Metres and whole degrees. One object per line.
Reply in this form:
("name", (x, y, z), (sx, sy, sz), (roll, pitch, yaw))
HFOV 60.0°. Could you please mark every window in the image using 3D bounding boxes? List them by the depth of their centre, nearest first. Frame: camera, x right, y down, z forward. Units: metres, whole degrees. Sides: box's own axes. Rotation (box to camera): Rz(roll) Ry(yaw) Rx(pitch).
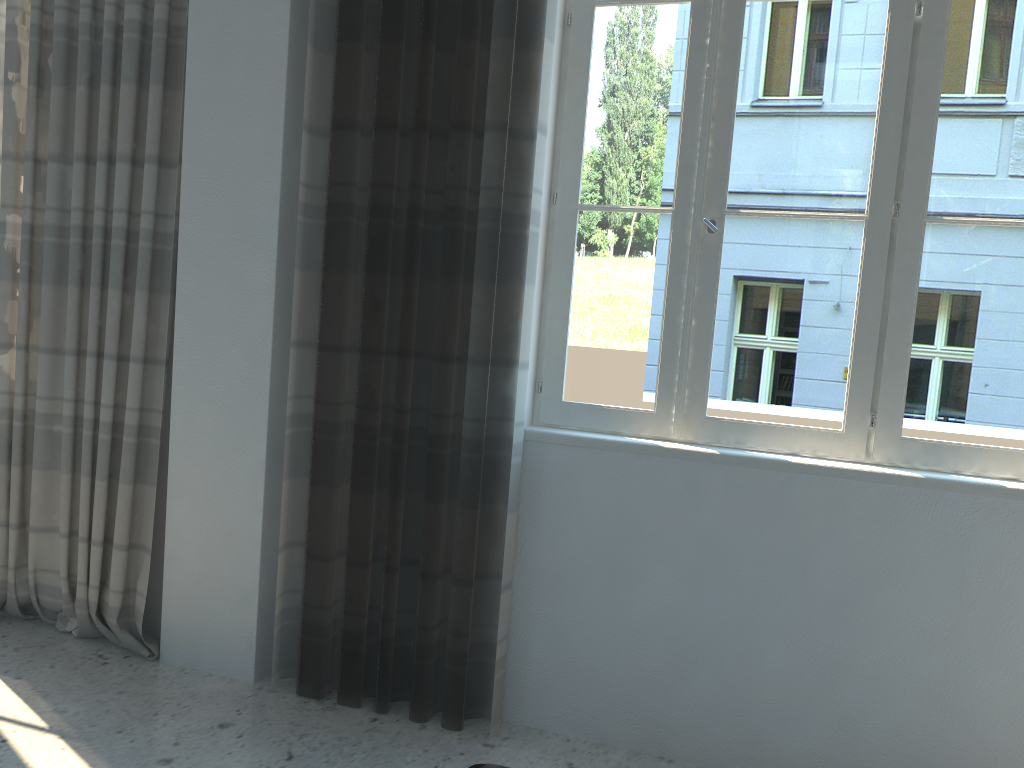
("window", (1.073, -0.759, 2.394), (1.982, 2.011, 0.073), (6, 5, 18))

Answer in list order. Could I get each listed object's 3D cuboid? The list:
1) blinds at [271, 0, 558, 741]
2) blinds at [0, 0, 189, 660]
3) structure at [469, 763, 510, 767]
("blinds", (-0.281, -0.588, 2.671), (0.776, 3.234, 0.139), (6, 5, 18))
("blinds", (-1.542, -0.734, 3.072), (1.025, 3.265, 0.183), (6, 5, 17))
("structure", (0.358, 0.861, 0.079), (1.334, 0.833, 1.917), (6, 4, 18))
